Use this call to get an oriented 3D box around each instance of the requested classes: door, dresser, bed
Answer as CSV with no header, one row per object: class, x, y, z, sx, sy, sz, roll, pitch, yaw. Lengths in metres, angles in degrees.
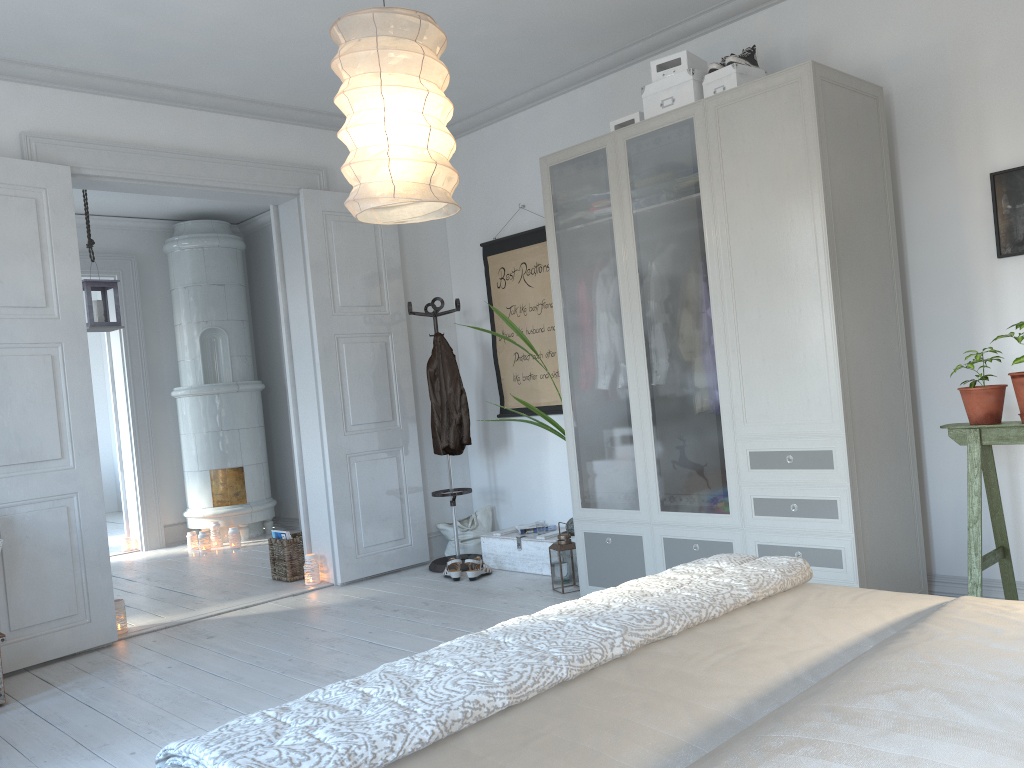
door,-1.333,-0.018,7.340,0.306,2.506,1.600,-6,1,-44
dresser,0.941,-0.099,4.038,0.630,2.163,1.433,-6,1,-44
door,-3.781,0.214,7.090,2.596,2.506,0.578,-6,1,-44
bed,0.648,0.486,1.117,1.886,1.047,2.178,-5,0,-44
door,-1.713,0.004,4.902,2.596,2.506,0.578,-6,1,-44

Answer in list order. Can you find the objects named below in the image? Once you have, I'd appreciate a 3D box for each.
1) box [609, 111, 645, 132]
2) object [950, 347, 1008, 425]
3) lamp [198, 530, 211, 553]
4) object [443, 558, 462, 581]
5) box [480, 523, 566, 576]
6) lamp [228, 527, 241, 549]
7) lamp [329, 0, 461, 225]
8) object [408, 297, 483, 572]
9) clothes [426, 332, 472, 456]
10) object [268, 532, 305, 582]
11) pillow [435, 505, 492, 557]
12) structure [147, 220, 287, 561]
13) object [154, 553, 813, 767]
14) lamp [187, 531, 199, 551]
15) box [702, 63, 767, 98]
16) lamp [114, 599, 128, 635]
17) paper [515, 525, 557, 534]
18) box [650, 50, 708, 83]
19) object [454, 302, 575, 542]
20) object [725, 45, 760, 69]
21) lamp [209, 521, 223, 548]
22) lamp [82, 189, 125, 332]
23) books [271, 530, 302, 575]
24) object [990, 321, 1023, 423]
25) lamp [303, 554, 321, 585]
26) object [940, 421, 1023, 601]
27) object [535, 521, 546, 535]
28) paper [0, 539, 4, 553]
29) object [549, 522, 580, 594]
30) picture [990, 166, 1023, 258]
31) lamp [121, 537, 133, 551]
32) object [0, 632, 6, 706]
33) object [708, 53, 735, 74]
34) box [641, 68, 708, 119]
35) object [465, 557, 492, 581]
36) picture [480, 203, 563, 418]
box,0.608,-1.206,4.229,0.222,0.107,0.180,-5,0,-44
object,1.700,0.007,3.230,0.194,0.277,0.176,-5,0,13
lamp,-2.459,1.259,7.091,0.089,0.166,0.089,-6,1,-42
object,-0.350,1.069,5.188,0.099,0.126,0.272,-6,0,-11
box,0.157,0.973,5.266,0.375,0.218,0.642,-5,0,-44
lamp,-2.237,1.238,7.146,0.089,0.166,0.089,-6,1,-44
lamp,-0.366,-1.096,2.538,0.338,1.231,0.340,-6,1,-12
object,-0.408,0.306,5.504,0.374,1.659,0.375,-6,1,-36
clothes,-0.396,0.063,5.438,0.237,0.770,0.211,-6,1,-10
object,-1.375,1.099,5.672,0.270,0.265,0.224,-6,0,-44
pillow,-0.294,0.971,5.802,0.317,0.314,0.273,-6,0,-43
structure,-2.563,0.020,7.508,0.800,2.828,1.247,-5,1,1
object,0.072,0.507,1.735,1.459,0.104,0.405,-5,0,-44
lamp,-2.616,1.285,7.260,0.084,0.146,0.084,-6,1,-39
box,0.970,-1.268,3.843,0.227,0.158,0.182,-5,0,-39
lamp,-2.021,1.192,4.535,0.089,0.166,0.089,-5,1,39
paper,0.141,0.866,5.328,0.221,0.031,0.175,-5,0,-11
box,0.767,-1.420,4.053,0.180,0.107,0.225,-5,0,36
object,0.254,0.291,4.812,1.043,1.554,0.289,-6,1,-14
object,0.994,-1.402,3.809,0.212,0.110,0.080,-5,0,-37
lamp,-2.438,1.236,7.296,0.098,0.210,0.098,-6,1,-39
lamp,-2.797,-1.231,5.828,0.228,1.762,0.228,-5,1,43
books,-1.388,1.068,5.663,0.201,0.300,0.180,-6,1,-44
object,1.820,-0.052,3.069,0.234,0.370,0.258,-6,0,-32
lamp,-1.205,1.115,5.329,0.093,0.180,0.092,-5,1,29
object,1.890,0.516,3.097,0.431,0.775,0.671,-6,1,-44
object,0.168,0.838,5.142,0.060,0.081,0.060,-5,0,11
paper,-2.192,0.964,3.637,0.041,0.627,0.283,-5,1,25
object,0.279,0.894,4.599,0.131,0.352,0.138,-6,1,-21
picture,2.023,-0.684,3.472,0.022,0.342,0.250,-6,1,-44
lamp,-3.262,1.358,7.510,0.093,0.110,0.093,-6,0,-27
object,-2.357,1.171,3.424,0.664,0.282,0.340,-5,0,-44
object,0.923,-1.395,3.884,0.080,0.110,0.212,-5,0,40
box,0.791,-1.271,4.030,0.285,0.199,0.281,-5,0,-44
object,-0.189,1.053,5.148,0.099,0.126,0.272,-5,0,19
picture,0.123,-0.460,5.470,0.057,1.313,0.793,-6,1,-44
